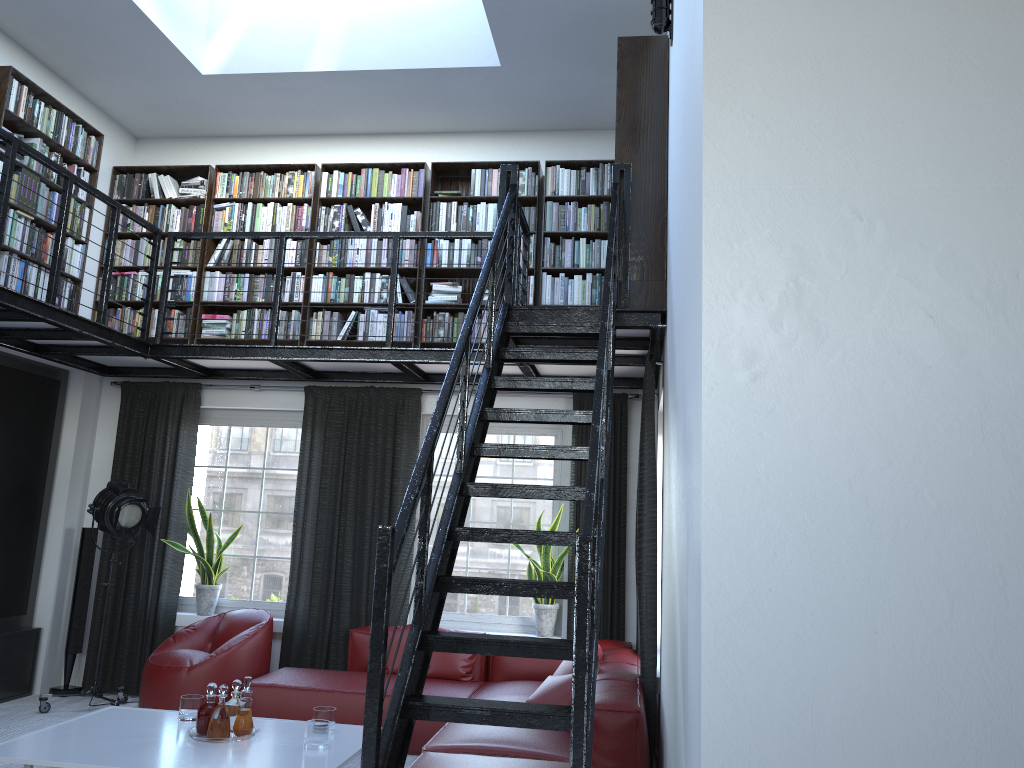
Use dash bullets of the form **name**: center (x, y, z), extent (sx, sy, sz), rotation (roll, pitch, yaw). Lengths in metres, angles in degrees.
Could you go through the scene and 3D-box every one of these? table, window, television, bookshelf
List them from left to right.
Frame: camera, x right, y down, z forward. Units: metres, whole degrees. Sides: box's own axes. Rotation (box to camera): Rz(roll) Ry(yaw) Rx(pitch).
- **television**: center (-3.762, 0.818, 5.142), extent (0.117, 2.444, 3.329), rotation (1, -10, 8)
- **table**: center (-1.605, 1.923, 4.472), extent (1.665, 0.245, 1.157), rotation (1, -9, 8)
- **window**: center (-2.152, 0.999, 7.019), extent (1.167, 1.617, 0.132), rotation (1, -11, 8)
- **bookshelf**: center (-1.294, -1.160, 5.640), extent (4.476, 1.628, 3.067), rotation (1, -10, 8)
- **window**: center (-0.166, 1.044, 6.735), extent (1.167, 1.617, 0.132), rotation (1, -11, 8)

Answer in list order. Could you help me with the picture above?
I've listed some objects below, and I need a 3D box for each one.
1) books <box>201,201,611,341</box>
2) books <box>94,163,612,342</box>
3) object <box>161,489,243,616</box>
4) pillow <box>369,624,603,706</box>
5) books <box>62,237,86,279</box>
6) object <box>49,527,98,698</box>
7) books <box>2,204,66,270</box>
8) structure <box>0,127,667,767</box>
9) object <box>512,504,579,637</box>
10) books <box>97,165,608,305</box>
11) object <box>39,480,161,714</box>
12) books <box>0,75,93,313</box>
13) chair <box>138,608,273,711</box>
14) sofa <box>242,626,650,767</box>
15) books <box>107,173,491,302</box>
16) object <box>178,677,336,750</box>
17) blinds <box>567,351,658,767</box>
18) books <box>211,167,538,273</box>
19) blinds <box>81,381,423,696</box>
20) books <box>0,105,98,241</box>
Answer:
- **books**: center (-0.748, -0.851, 6.913), extent (3.392, 1.130, 0.238), rotation (1, -11, 8)
- **books**: center (-1.194, -1.094, 6.514), extent (4.436, 1.439, 1.276), rotation (1, -10, 10)
- **object**: center (-2.459, 1.274, 6.744), extent (0.553, 0.946, 0.522), rotation (-1, -11, 19)
- **pillow**: center (0.002, 1.751, 5.639), extent (0.979, 0.404, 1.950), rotation (10, -12, -39)
- **books**: center (-1.316, -1.115, 5.527), extent (4.336, 1.148, 1.587), rotation (1, -10, 7)
- **object**: center (-3.297, 1.709, 6.712), extent (0.157, 1.230, 0.156), rotation (-2, -12, 23)
- **books**: center (-1.251, -1.207, 5.778), extent (4.384, 1.415, 1.161), rotation (1, -11, 8)
- **structure**: center (-1.477, 0.358, 4.573), extent (4.489, 3.378, 4.582), rotation (1, -10, 8)
- **object**: center (0.177, 1.330, 6.344), extent (0.553, 0.946, 0.522), rotation (3, -11, -3)
- **books**: center (-1.112, -1.010, 6.984), extent (4.436, 1.422, 0.225), rotation (1, -11, 8)
- **object**: center (-1.733, 1.546, 6.381), extent (2.904, 1.590, 0.748), rotation (4, -11, -8)
- **books**: center (-1.341, -1.295, 5.257), extent (4.377, 1.419, 2.189), rotation (1, -10, 7)
- **chair**: center (-2.095, 1.931, 6.106), extent (0.828, 0.716, 0.827), rotation (8, -12, -30)
- **sofa**: center (-0.551, 1.823, 4.755), extent (2.542, 0.660, 3.256), rotation (1, -9, 8)
- **books**: center (-1.114, -0.999, 6.977), extent (4.442, 1.407, 0.240), rotation (1, -11, 8)
- **object**: center (-1.389, 1.696, 4.685), extent (1.009, 0.296, 0.509), rotation (1, -10, 11)
- **blinds**: center (0.805, 1.117, 5.654), extent (0.527, 2.397, 1.738), rotation (5, -11, -10)
- **books**: center (-1.103, -1.291, 7.049), extent (2.637, 0.833, 0.212), rotation (1, -11, 8)
- **blinds**: center (-1.982, 1.168, 6.743), extent (2.508, 2.403, 0.124), rotation (1, -11, 8)
- **books**: center (-3.415, -1.357, 5.531), extent (0.315, 1.433, 2.191), rotation (1, -10, 8)
